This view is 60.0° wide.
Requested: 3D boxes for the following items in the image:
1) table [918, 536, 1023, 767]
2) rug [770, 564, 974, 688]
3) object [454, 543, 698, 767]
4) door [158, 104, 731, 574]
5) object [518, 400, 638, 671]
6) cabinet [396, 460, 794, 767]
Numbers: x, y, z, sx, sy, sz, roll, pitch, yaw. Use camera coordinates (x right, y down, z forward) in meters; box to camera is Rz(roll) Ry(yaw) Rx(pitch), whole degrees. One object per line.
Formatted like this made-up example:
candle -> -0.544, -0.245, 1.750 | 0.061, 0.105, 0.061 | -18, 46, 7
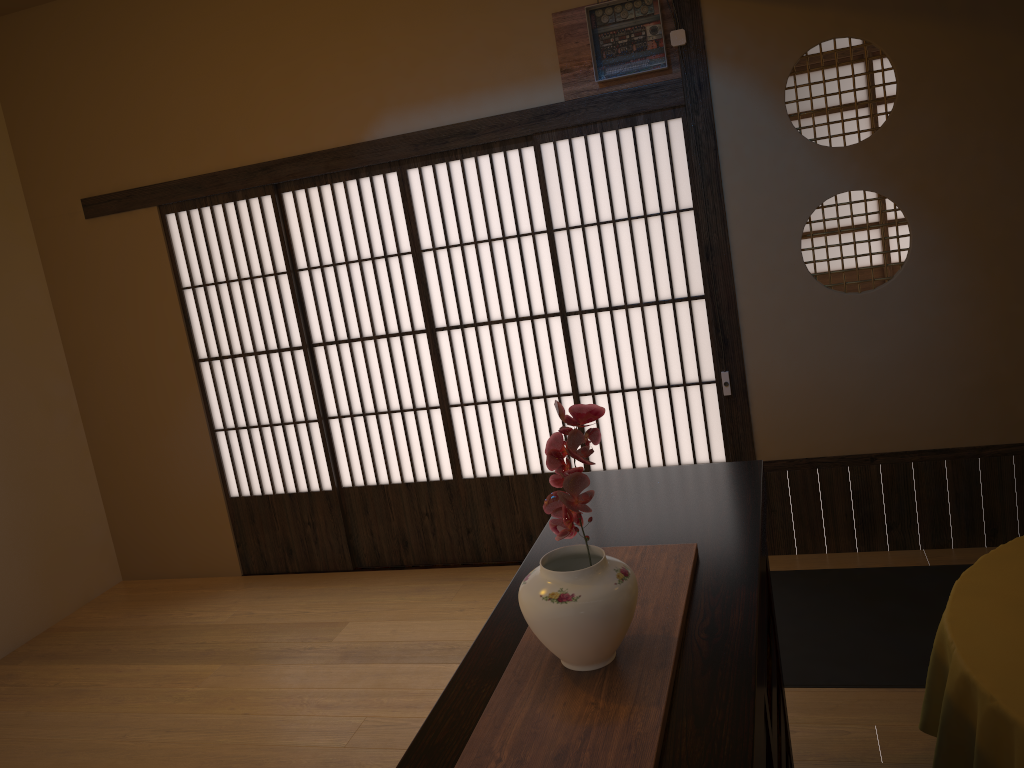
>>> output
table -> 1.577, 0.799, 1.682 | 1.443, 0.692, 1.451 | -6, 12, 18
rug -> 1.638, 0.842, 3.181 | 2.952, 0.005, 0.907 | -6, 12, 18
object -> 0.110, 0.460, 1.355 | 0.267, 0.020, 1.003 | -6, 12, 18
door -> -0.360, -0.072, 4.279 | 2.645, 1.991, 0.066 | -6, 10, 18
object -> 0.119, 0.236, 1.443 | 0.189, 0.376, 0.323 | -5, 12, 26
cabinet -> 0.192, 0.945, 1.407 | 0.489, 0.966, 2.199 | -6, 11, 18
